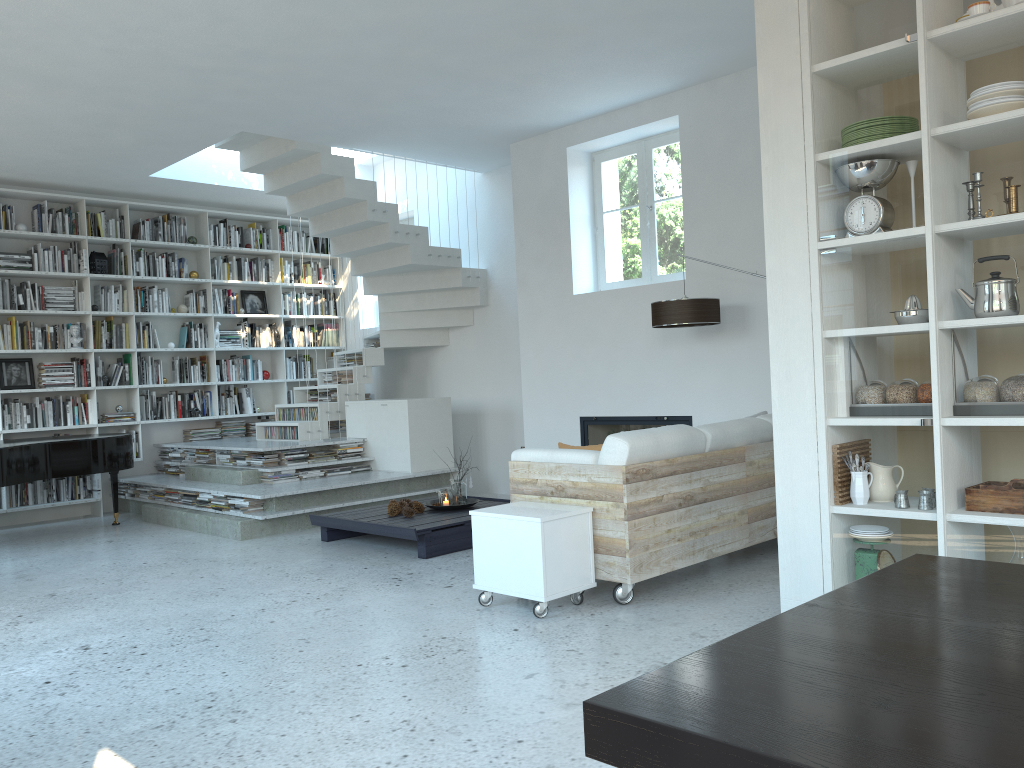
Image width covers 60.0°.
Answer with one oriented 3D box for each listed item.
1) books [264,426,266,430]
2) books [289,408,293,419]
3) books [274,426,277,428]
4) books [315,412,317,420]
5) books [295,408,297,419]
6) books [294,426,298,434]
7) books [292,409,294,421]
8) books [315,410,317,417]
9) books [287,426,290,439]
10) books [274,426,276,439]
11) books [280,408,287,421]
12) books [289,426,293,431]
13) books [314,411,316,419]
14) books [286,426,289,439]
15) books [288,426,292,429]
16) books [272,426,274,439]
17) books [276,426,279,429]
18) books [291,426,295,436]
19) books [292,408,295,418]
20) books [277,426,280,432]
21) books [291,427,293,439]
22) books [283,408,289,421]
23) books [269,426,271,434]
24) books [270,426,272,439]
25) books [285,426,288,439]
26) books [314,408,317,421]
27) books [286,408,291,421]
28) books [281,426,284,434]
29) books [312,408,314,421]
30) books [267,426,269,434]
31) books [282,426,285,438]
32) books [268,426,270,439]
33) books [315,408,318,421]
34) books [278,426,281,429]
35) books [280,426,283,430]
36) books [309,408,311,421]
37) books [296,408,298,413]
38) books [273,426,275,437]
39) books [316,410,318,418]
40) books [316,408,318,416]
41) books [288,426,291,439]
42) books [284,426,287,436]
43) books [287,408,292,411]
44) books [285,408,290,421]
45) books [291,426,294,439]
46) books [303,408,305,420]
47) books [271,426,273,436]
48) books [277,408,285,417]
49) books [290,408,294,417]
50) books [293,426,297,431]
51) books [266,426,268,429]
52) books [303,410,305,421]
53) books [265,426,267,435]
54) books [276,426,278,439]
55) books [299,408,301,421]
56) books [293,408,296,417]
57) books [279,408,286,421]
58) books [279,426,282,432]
[{"bbox_3d":[-2.520,0.502,9.243,0.125,0.125,0.007,-3,1,-45],"label":"books"},{"bbox_3d":[-2.245,0.314,9.163,0.125,0.125,0.007,-3,1,-45],"label":"books"},{"bbox_3d":[-2.376,0.495,9.098,0.125,0.125,0.009,-3,1,-45],"label":"books"},{"bbox_3d":[-1.896,0.301,8.811,0.125,0.123,0.035,-3,1,-45],"label":"books"},{"bbox_3d":[-2.163,0.311,9.080,0.125,0.125,0.007,-3,1,-45],"label":"books"},{"bbox_3d":[-2.109,0.484,8.828,0.125,0.125,0.008,-3,1,-45],"label":"books"},{"bbox_3d":[-2.196,0.312,9.114,0.125,0.125,0.010,-3,1,-45],"label":"books"},{"bbox_3d":[-1.891,0.300,8.805,0.125,0.123,0.036,-3,1,-45],"label":"books"},{"bbox_3d":[-2.208,0.488,8.927,0.125,0.125,0.010,-3,1,-45],"label":"books"},{"bbox_3d":[-2.388,0.496,9.109,0.125,0.125,0.007,-3,1,-45],"label":"books"},{"bbox_3d":[-2.374,0.320,9.294,0.125,0.125,0.010,-3,1,-45],"label":"books"},{"bbox_3d":[-2.173,0.486,8.892,0.125,0.125,0.011,-3,1,-45],"label":"books"},{"bbox_3d":[-1.907,0.301,8.822,0.125,0.123,0.034,-3,1,-45],"label":"books"},{"bbox_3d":[-2.224,0.489,8.944,0.125,0.125,0.008,-3,1,-45],"label":"books"},{"bbox_3d":[-2.186,0.487,8.905,0.125,0.125,0.007,-3,1,-45],"label":"books"},{"bbox_3d":[-2.414,0.497,9.136,0.125,0.125,0.007,-3,1,-45],"label":"books"},{"bbox_3d":[-2.349,0.494,9.070,0.125,0.125,0.008,-3,1,-45],"label":"books"},{"bbox_3d":[-2.151,0.485,8.870,0.125,0.125,0.010,-3,1,-45],"label":"books"},{"bbox_3d":[-2.202,0.312,9.120,0.125,0.125,0.007,-3,1,-45],"label":"books"},{"bbox_3d":[-2.338,0.494,9.059,0.125,0.125,0.008,-3,1,-45],"label":"books"},{"bbox_3d":[-2.144,0.485,8.863,0.125,0.125,0.012,-3,1,-45],"label":"books"},{"bbox_3d":[-2.332,0.318,9.252,0.125,0.125,0.008,-3,1,-45],"label":"books"},{"bbox_3d":[-2.452,0.499,9.174,0.125,0.125,0.009,-3,1,-45],"label":"books"},{"bbox_3d":[-2.441,0.498,9.163,0.125,0.125,0.008,-3,1,-45],"label":"books"},{"bbox_3d":[-2.235,0.489,8.955,0.125,0.125,0.008,-3,1,-45],"label":"books"},{"bbox_3d":[-1.902,0.301,8.817,0.125,0.123,0.034,-3,1,-45],"label":"books"},{"bbox_3d":[-2.288,0.316,9.207,0.125,0.125,0.007,-3,1,-45],"label":"books"},{"bbox_3d":[-2.284,0.491,9.004,0.125,0.125,0.008,-3,1,-45],"label":"books"},{"bbox_3d":[-1.937,0.301,8.852,0.125,0.125,0.011,-3,1,-45],"label":"books"},{"bbox_3d":[-2.480,0.500,9.203,0.125,0.125,0.008,-3,1,-45],"label":"books"},{"bbox_3d":[-2.273,0.491,8.993,0.125,0.125,0.007,-3,1,-45],"label":"books"},{"bbox_3d":[-2.469,0.499,9.192,0.125,0.125,0.010,-3,1,-45],"label":"books"},{"bbox_3d":[-1.885,0.300,8.800,0.125,0.123,0.035,-3,1,-45],"label":"books"},{"bbox_3d":[-2.321,0.493,9.042,0.125,0.125,0.008,-3,1,-45],"label":"books"},{"bbox_3d":[-2.295,0.492,9.015,0.125,0.125,0.009,-3,1,-45],"label":"books"},{"bbox_3d":[-1.971,0.302,8.887,0.125,0.125,0.010,-3,1,-45],"label":"books"},{"bbox_3d":[-2.145,0.310,9.062,0.125,0.125,0.008,-3,1,-45],"label":"books"},{"bbox_3d":[-2.398,0.496,9.120,0.125,0.125,0.008,-3,1,-45],"label":"books"},{"bbox_3d":[-1.880,0.300,8.795,0.125,0.123,0.034,-3,1,-45],"label":"books"},{"bbox_3d":[-1.874,0.300,8.789,0.125,0.123,0.036,-3,1,-45],"label":"books"},{"bbox_3d":[-2.196,0.487,8.915,0.125,0.125,0.008,-3,1,-45],"label":"books"},{"bbox_3d":[-2.245,0.490,8.965,0.125,0.125,0.008,-3,1,-45],"label":"books"},{"bbox_3d":[-2.266,0.315,9.185,0.125,0.125,0.008,-3,1,-45],"label":"books"},{"bbox_3d":[-2.305,0.317,9.224,0.125,0.125,0.007,-3,1,-45],"label":"books"},{"bbox_3d":[-2.156,0.486,8.875,0.125,0.125,0.008,-3,1,-45],"label":"books"},{"bbox_3d":[-2.047,0.306,8.963,0.125,0.125,0.018,-3,1,-45],"label":"books"},{"bbox_3d":[-2.425,0.497,9.147,0.125,0.125,0.008,-3,1,-45],"label":"books"},{"bbox_3d":[-2.412,0.322,9.333,0.125,0.125,0.009,-3,1,-45],"label":"books"},{"bbox_3d":[-2.230,0.314,9.148,0.125,0.125,0.008,-3,1,-45],"label":"books"},{"bbox_3d":[-2.120,0.484,8.839,0.125,0.125,0.007,-3,1,-45],"label":"books"},{"bbox_3d":[-2.491,0.500,9.214,0.125,0.125,0.007,-3,1,-45],"label":"books"},{"bbox_3d":[-2.054,0.306,8.970,0.125,0.125,0.012,-3,1,-45],"label":"books"},{"bbox_3d":[-2.510,0.501,9.232,0.125,0.125,0.008,-3,1,-45],"label":"books"},{"bbox_3d":[-2.360,0.495,9.081,0.125,0.125,0.008,-3,1,-45],"label":"books"},{"bbox_3d":[-2.104,0.308,9.022,0.125,0.125,0.009,-3,1,-45],"label":"books"},{"bbox_3d":[-2.187,0.312,9.105,0.125,0.125,0.014,-3,1,-45],"label":"books"},{"bbox_3d":[-2.391,0.321,9.311,0.125,0.125,0.009,-3,1,-45],"label":"books"},{"bbox_3d":[-2.310,0.492,9.031,0.125,0.125,0.008,-3,1,-45],"label":"books"}]
